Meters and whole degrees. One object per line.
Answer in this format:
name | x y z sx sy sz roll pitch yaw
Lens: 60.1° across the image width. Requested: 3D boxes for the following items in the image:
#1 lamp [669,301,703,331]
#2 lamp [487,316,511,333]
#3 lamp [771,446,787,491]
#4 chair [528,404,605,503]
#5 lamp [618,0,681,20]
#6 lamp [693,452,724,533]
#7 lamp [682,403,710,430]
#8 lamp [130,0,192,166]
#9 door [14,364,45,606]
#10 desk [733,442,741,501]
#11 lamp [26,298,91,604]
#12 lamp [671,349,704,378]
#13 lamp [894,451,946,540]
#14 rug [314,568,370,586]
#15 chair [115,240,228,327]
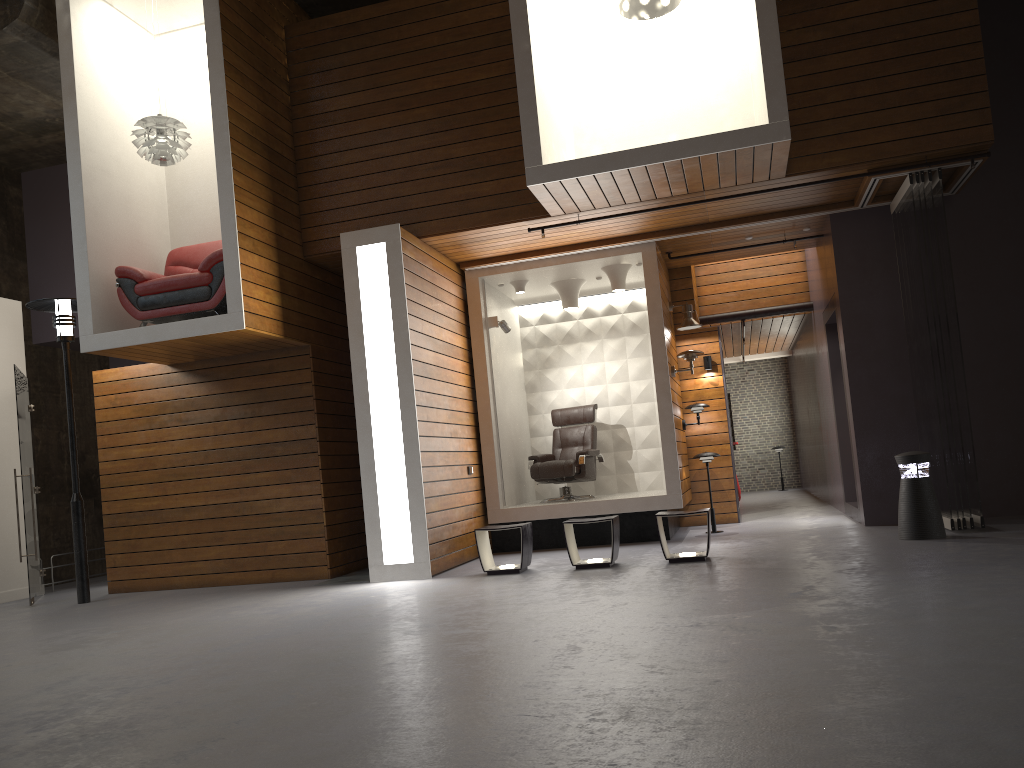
lamp | 1.962 -0.790 10.007 0.346 0.330 0.295 -7 -4 16
lamp | -0.129 -0.632 9.452 0.248 0.188 0.130 -4 -4 -17
lamp | 5.151 1.613 16.970 0.288 0.860 0.288 -6 -3 11
chair | 0.614 0.782 10.090 0.757 1.068 0.825 -8 -4 29
lamp | 1.115 -3.695 7.499 0.531 0.984 0.530 -7 -4 27
lamp | 2.099 1.142 9.380 0.287 0.860 0.288 -5 -3 0
lamp | 2.099 0.362 10.087 0.327 0.296 0.288 -7 -4 14
lamp | -3.162 -2.833 7.866 0.511 1.769 0.489 -4 -3 -22
door | -4.899 1.035 9.005 0.146 2.298 1.291 -4 -4 -23
desk | 3.436 1.521 14.958 0.845 0.982 1.720 -6 -5 14
lamp | -4.133 0.662 8.352 0.629 2.940 0.632 -3 -4 -35
lamp | 1.838 -0.222 9.251 0.352 0.270 0.288 -7 -5 14
lamp | 3.262 0.889 7.130 0.349 0.694 0.348 -7 -4 20
rug | -1.317 1.815 8.566 0.541 0.014 1.581 -7 -6 14
chair | -2.843 -0.940 8.117 1.202 0.935 0.954 -7 -4 14
